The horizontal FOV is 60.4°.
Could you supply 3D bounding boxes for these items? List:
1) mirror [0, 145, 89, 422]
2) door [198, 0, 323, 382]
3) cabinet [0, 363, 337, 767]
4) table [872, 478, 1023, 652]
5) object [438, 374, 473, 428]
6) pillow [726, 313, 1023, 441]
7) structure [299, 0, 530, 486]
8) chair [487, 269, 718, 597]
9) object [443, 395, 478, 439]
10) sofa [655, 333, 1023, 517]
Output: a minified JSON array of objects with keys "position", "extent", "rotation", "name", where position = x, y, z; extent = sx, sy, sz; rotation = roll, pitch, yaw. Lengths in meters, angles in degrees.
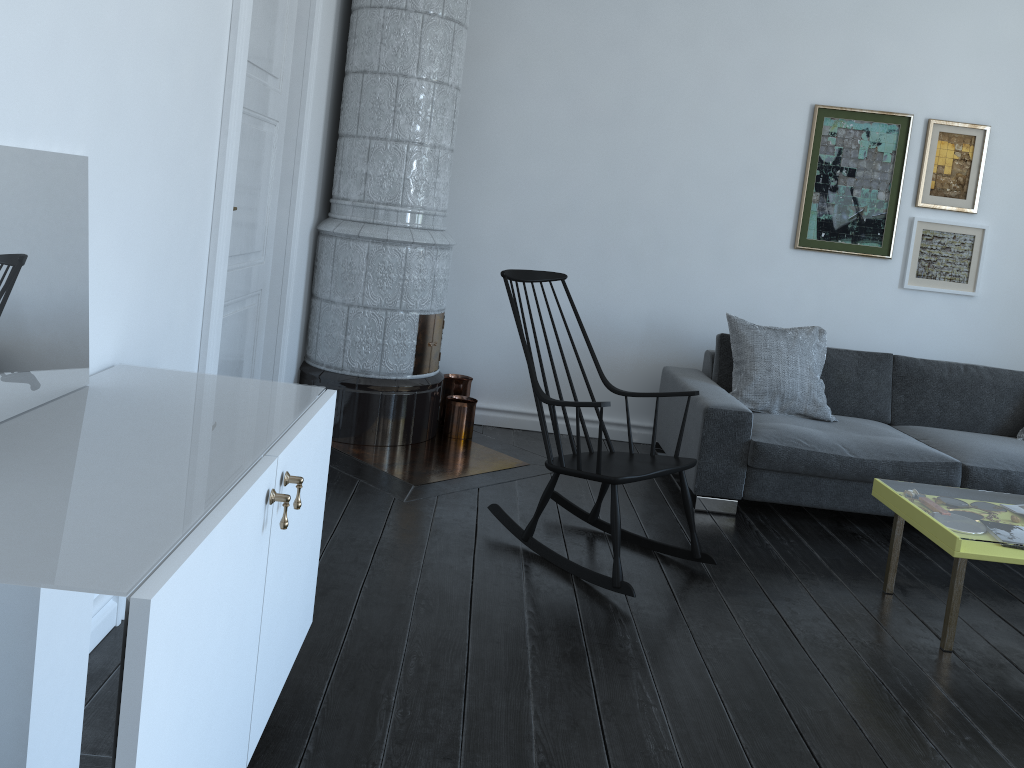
[{"position":[-0.934,-0.180,1.597],"extent":[0.054,0.496,0.706],"rotation":[7,9,-2],"name":"mirror"},{"position":[-0.987,-0.792,3.407],"extent":[0.116,2.450,1.183],"rotation":[7,6,-2],"name":"door"},{"position":[-0.727,0.461,1.652],"extent":[0.589,0.726,1.219],"rotation":[7,9,-2],"name":"cabinet"},{"position":[2.040,0.690,3.052],"extent":[1.399,0.395,0.609],"rotation":[7,9,-2],"name":"table"},{"position":[-0.320,0.100,4.918],"extent":[0.173,0.278,0.178],"rotation":[7,6,-2],"name":"object"},{"position":[2.099,0.007,4.518],"extent":[2.056,0.487,0.484],"rotation":[7,8,3],"name":"pillow"},{"position":[-0.435,-1.137,4.431],"extent":[1.285,2.861,0.776],"rotation":[12,7,43],"name":"structure"},{"position":[0.311,0.124,3.324],"extent":[0.917,0.995,0.612],"rotation":[14,9,43],"name":"chair"},{"position":[-0.281,0.180,4.743],"extent":[0.174,0.197,0.174],"rotation":[5,7,-12],"name":"object"},{"position":[2.007,0.253,4.428],"extent":[2.371,0.716,1.100],"rotation":[7,9,-2],"name":"sofa"}]
